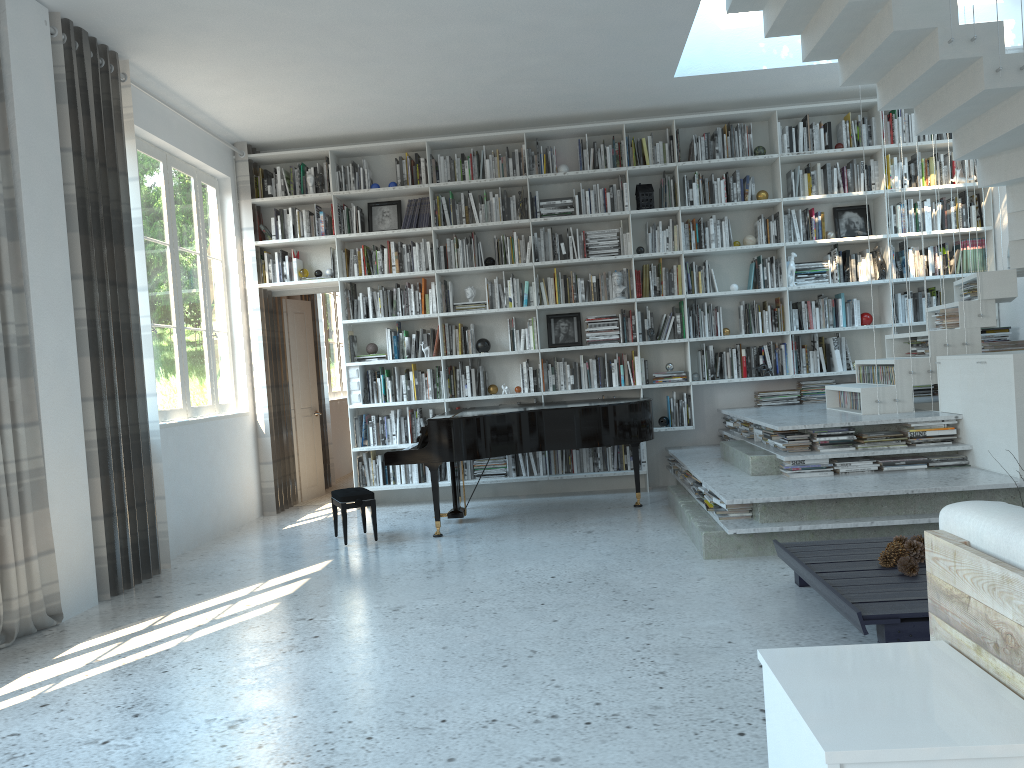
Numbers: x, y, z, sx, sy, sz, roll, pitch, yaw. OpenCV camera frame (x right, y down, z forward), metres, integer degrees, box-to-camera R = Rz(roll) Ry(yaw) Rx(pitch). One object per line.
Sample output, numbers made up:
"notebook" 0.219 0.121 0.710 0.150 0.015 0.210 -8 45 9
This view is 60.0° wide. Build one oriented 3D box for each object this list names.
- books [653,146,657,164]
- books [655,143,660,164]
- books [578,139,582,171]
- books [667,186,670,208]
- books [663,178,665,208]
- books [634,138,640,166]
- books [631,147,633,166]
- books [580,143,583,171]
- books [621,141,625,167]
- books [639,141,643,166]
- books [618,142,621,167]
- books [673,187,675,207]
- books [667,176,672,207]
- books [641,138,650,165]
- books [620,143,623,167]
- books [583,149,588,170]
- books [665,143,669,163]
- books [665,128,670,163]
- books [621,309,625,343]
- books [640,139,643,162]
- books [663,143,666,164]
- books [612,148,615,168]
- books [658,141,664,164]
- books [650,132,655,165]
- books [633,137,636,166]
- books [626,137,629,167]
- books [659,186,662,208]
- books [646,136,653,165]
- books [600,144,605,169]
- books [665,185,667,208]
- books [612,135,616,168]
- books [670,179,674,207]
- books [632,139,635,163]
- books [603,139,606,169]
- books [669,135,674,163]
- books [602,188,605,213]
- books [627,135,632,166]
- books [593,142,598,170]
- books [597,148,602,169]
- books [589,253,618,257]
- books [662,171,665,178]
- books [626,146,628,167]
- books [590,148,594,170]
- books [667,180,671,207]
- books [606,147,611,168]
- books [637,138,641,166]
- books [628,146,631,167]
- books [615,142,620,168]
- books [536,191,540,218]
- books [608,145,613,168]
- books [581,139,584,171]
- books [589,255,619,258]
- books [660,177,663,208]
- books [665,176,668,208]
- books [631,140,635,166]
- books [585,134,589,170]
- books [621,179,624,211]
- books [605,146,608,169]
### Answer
"books" 1.223 -1.931 7.606 0.022 0.180 0.173 -4 1 4
"books" 1.245 -1.944 7.606 0.024 0.202 0.180 -4 1 4
"books" 0.588 -1.943 7.652 0.014 0.292 0.176 -4 1 4
"books" 1.338 -1.588 7.624 0.013 0.211 0.140 -4 1 4
"books" 1.298 -1.615 7.613 0.022 0.272 0.181 -4 1 4
"books" 1.069 -1.961 7.622 0.034 0.261 0.157 -4 1 4
"books" 1.028 -1.924 7.634 0.015 0.193 0.160 -4 1 4
"books" 0.602 -1.932 7.668 0.011 0.267 0.129 -4 1 4
"books" 0.956 -1.951 7.643 0.022 0.257 0.136 -4 1 4
"books" 1.102 -1.950 7.610 0.015 0.234 0.171 -4 1 4
"books" 0.925 -1.943 7.648 0.014 0.244 0.145 -4 1 4
"books" 1.385 -1.587 7.643 0.015 0.201 0.130 -4 1 4
"books" 1.354 -1.629 7.639 0.013 0.289 0.131 -4 1 4
"books" 1.143 -1.963 7.610 0.054 0.255 0.190 -4 1 4
"books" 0.939 -1.941 7.638 0.014 0.239 0.153 -4 1 4
"books" 0.636 -1.905 7.670 0.031 0.208 0.146 -4 1 4
"books" 1.325 -1.945 7.609 0.022 0.194 0.181 -4 1 4
"books" 1.338 -2.015 7.623 0.012 0.330 0.128 -4 2 4
"books" 0.963 -0.500 7.706 0.011 0.299 0.130 -4 1 4
"books" 1.114 -1.966 7.644 0.007 0.264 0.133 -4 1 4
"books" 1.302 -1.949 7.618 0.025 0.203 0.162 -4 1 4
"books" 0.873 -1.919 7.656 0.014 0.204 0.135 -4 1 4
"books" 1.272 -1.951 7.600 0.031 0.213 0.169 -4 1 4
"books" 1.203 -1.989 7.609 0.010 0.297 0.167 -4 1 4
"books" 1.049 -1.969 7.632 0.007 0.279 0.150 -4 1 4
"books" 0.990 -1.964 7.624 0.008 0.279 0.170 -4 1 4
"books" 1.278 -1.585 7.634 0.019 0.214 0.156 -4 1 4
"books" 1.185 -1.976 7.628 0.030 0.274 0.151 -4 1 4
"books" 0.781 -1.929 7.645 0.023 0.236 0.154 -4 1 4
"books" 1.315 -1.589 7.628 0.024 0.217 0.168 -4 1 4
"books" 0.882 -1.972 7.647 0.012 0.308 0.138 -4 1 4
"books" 1.366 -1.608 7.597 0.013 0.248 0.186 -4 1 4
"books" 1.043 -1.959 7.622 0.006 0.260 0.166 -4 1 4
"books" 0.795 -1.947 7.629 0.010 0.270 0.180 -4 1 4
"books" 1.359 -1.977 7.590 0.029 0.253 0.186 -4 1 4
"books" 0.789 -1.563 7.671 0.011 0.239 0.139 -4 1 4
"books" 1.012 -1.976 7.627 0.007 0.298 0.181 -4 1 4
"books" 0.722 -1.942 7.663 0.028 0.270 0.140 -4 1 4
"books" 0.754 -1.910 7.643 0.033 0.203 0.166 -4 1 4
"books" 0.792 -1.106 7.677 0.254 0.012 0.161 -4 1 7
"books" 1.305 -1.650 7.626 0.025 0.339 0.142 -4 2 4
"books" 0.980 -1.967 7.643 0.012 0.285 0.159 -4 1 4
"books" 0.685 -1.909 7.649 0.050 0.211 0.172 -4 1 4
"books" 1.345 -1.610 7.613 0.005 0.255 0.158 -4 1 4
"books" 0.826 -1.914 7.621 0.023 0.202 0.193 -4 1 4
"books" 1.091 -1.963 7.628 0.008 0.262 0.142 -4 1 4
"books" 1.006 -1.929 7.646 0.016 0.204 0.143 -4 1 4
"books" 0.903 -1.941 7.639 0.028 0.244 0.161 -4 1 4
"books" 0.227 -1.528 7.679 0.021 0.249 0.191 -4 1 4
"books" 0.852 -1.933 7.663 0.026 0.234 0.137 -4 1 4
"books" 0.611 -1.947 7.658 0.011 0.296 0.157 -4 1 4
"books" 0.793 -1.094 7.675 0.254 0.012 0.161 -4 1 0
"books" 1.281 -1.614 7.601 0.021 0.272 0.190 -4 1 4
"books" 1.321 -1.625 7.605 0.021 0.288 0.179 -4 1 4
"books" 1.036 -1.948 7.607 0.007 0.239 0.191 -4 1 4
"books" 0.650 -1.967 7.644 0.010 0.331 0.186 -4 1 4
"books" 0.950 -1.604 7.664 0.010 0.299 0.133 -4 1 4
"books" 0.809 -1.921 7.639 0.012 0.217 0.179 -4 1 4
